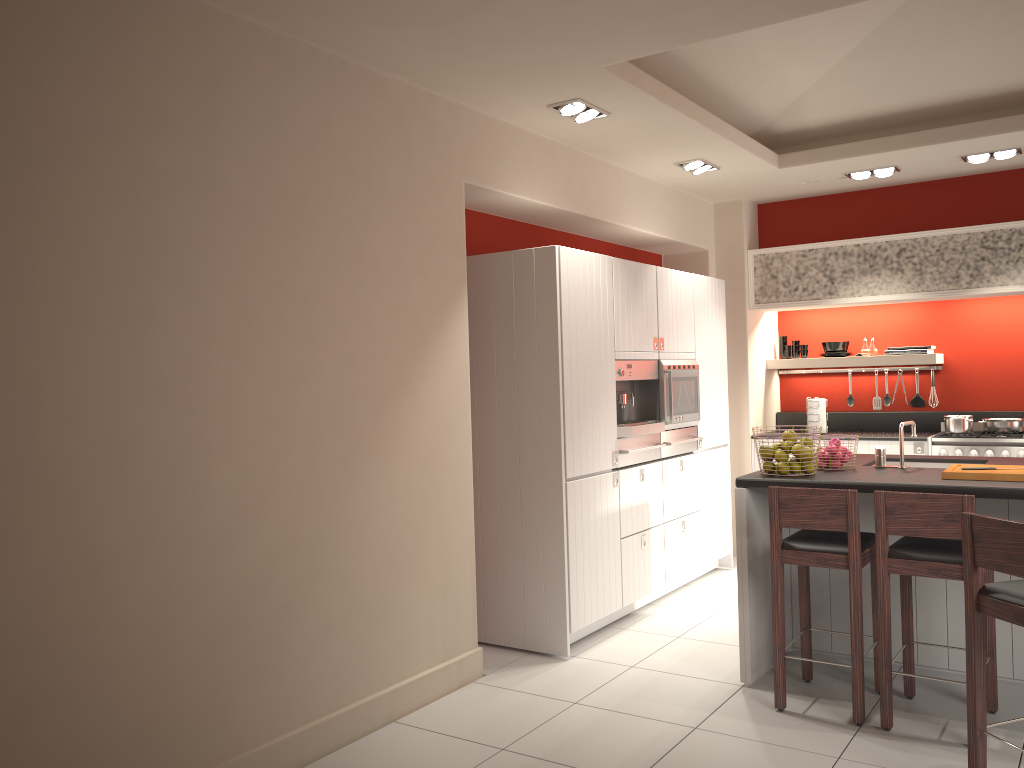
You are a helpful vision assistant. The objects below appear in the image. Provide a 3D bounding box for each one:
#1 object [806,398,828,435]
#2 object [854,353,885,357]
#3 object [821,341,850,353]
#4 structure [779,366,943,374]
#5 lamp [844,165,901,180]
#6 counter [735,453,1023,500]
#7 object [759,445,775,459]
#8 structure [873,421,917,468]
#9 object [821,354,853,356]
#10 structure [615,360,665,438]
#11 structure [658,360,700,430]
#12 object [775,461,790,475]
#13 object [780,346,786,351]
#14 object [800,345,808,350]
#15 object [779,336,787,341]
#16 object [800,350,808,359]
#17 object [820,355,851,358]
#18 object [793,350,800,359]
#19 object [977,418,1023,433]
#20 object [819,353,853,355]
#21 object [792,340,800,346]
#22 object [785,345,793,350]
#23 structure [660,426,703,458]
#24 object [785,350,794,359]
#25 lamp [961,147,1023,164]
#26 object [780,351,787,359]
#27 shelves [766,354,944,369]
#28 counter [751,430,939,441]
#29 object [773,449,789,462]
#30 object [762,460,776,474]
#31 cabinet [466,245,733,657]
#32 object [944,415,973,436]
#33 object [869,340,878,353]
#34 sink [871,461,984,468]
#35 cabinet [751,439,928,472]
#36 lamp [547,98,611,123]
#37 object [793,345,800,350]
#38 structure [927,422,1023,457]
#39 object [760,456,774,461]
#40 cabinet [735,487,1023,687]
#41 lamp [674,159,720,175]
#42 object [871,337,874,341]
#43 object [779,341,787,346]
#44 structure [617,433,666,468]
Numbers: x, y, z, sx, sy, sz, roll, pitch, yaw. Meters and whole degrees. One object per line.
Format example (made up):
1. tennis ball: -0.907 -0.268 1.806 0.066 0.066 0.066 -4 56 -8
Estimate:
1. object: 2.530 0.265 7.370 0.168 0.304 0.163 -2 0 -27
2. object: 3.026 -0.247 7.510 0.183 0.027 0.160 -2 0 -27
3. object: 2.805 -0.310 7.686 0.232 0.108 0.232 -2 0 -15
4. structure: 3.006 -0.120 7.721 1.355 0.034 0.054 -1 0 34
5. lamp: 2.667 -1.583 6.567 0.361 0.109 0.199 -1 0 34
6. counter: 2.341 0.446 4.383 2.054 0.050 1.415 -1 0 34
7. object: 1.276 0.341 4.441 0.077 0.068 0.076 -2 0 27
8. structure: 2.006 0.321 4.649 0.183 0.249 0.224 -2 0 34
9. object: 2.807 -0.242 7.686 0.280 0.016 0.280 -1 0 33
10. structure: 0.671 0.088 5.724 0.453 0.470 0.623 -2 0 34
11. structure: 1.084 0.070 6.200 0.332 0.473 0.610 -2 0 34
12. object: 1.332 0.414 4.362 0.068 0.068 0.068 -2 0 -45
13. object: 2.440 -0.303 7.965 0.070 0.076 0.070 -2 0 5
14. object: 2.555 -0.305 7.760 0.070 0.076 0.070 -2 0 5
15. object: 2.438 -0.391 7.965 0.070 0.076 0.070 -2 0 5
16. object: 2.556 -0.261 7.760 0.070 0.076 0.070 -2 0 5
17. object: 2.808 -0.237 7.686 0.280 0.016 0.280 -1 0 33
18. object: 2.534 -0.261 7.903 0.070 0.076 0.070 -2 0 5
19. object: 3.796 0.321 6.839 0.309 0.105 0.309 -2 0 -28
20. object: 2.807 -0.253 7.686 0.280 0.016 0.280 -1 0 33
21. object: 2.531 -0.349 7.903 0.070 0.076 0.070 -2 0 5
22. object: 2.434 -0.302 7.781 0.070 0.076 0.070 -2 0 5
23. structure: 1.163 0.400 6.158 0.129 0.177 0.617 -2 0 34
24. object: 2.435 -0.258 7.781 0.070 0.076 0.070 -2 0 5
25. lamp: 3.314 -1.600 6.129 0.361 0.104 0.199 -1 0 34
26. object: 2.442 -0.259 7.965 0.070 0.076 0.070 -2 0 5
27. shelves: 2.907 -0.190 7.592 1.379 0.083 0.376 -1 0 34
28. counter: 2.764 0.423 7.342 1.360 0.026 0.699 -1 0 34
29. object: 1.341 0.361 4.415 0.076 0.077 0.076 -2 0 -1
30. object: 1.290 0.415 4.440 0.068 0.068 0.068 -2 0 -45
31. cabinet: 0.701 0.346 6.091 0.716 2.250 2.558 -2 0 34
32. object: 3.386 0.315 6.725 0.201 0.148 0.201 -2 0 27
33. object: 3.064 -0.305 7.532 0.077 0.134 0.076 -2 0 18
34. sink: 2.224 0.573 4.760 0.567 0.258 0.516 -1 0 34
35. cabinet: 2.777 0.933 7.345 1.361 0.993 0.687 -2 0 34
36. lamp: 0.369 -1.505 4.839 0.199 0.103 0.361 -2 0 34
37. object: 2.533 -0.305 7.903 0.070 0.076 0.070 -2 0 5
38. structure: 3.852 0.849 6.561 1.322 1.085 0.778 -2 0 34
39. object: 1.297 0.361 4.504 0.076 0.077 0.076 -2 0 -1
40. cabinet: 2.351 0.979 4.387 2.034 1.011 1.423 -2 0 34
41. lamp: 1.302 -1.532 6.220 0.199 0.084 0.361 -1 0 34
42. object: 3.064 -0.379 7.532 0.026 0.032 0.023 -2 0 17
43. object: 2.439 -0.347 7.965 0.070 0.076 0.070 -2 0 5
44. structure: 0.811 0.414 5.636 0.129 0.177 0.617 -2 0 34
